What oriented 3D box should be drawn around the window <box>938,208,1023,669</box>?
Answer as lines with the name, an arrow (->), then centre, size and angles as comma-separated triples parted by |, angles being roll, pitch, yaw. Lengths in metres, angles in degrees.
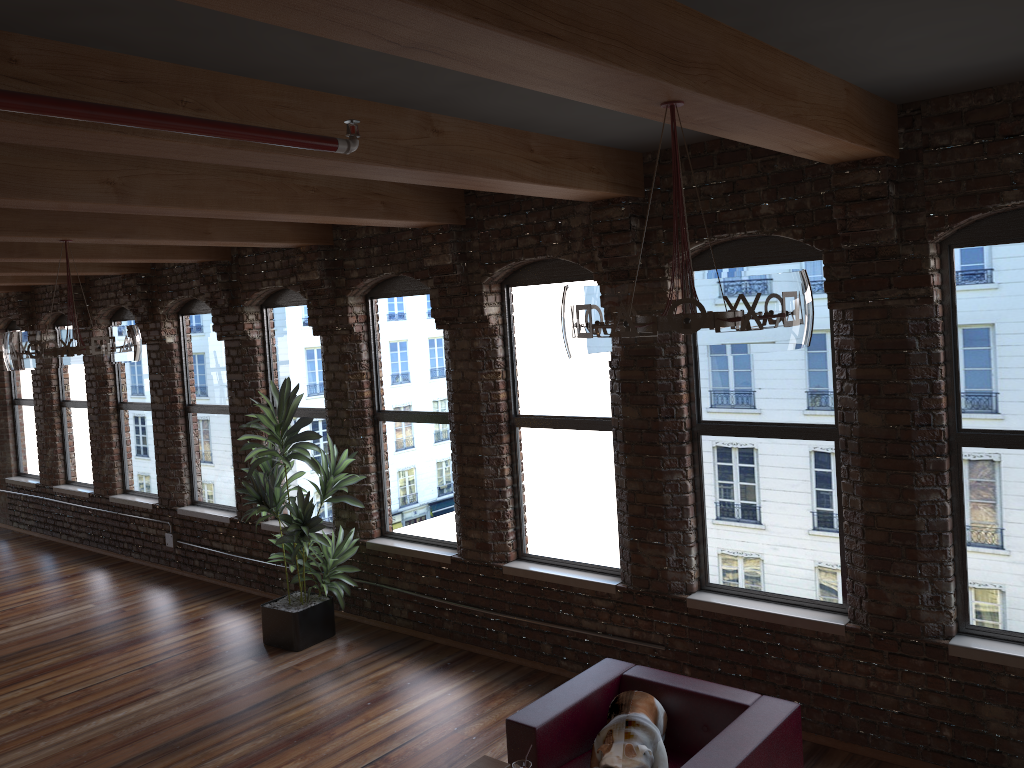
window -> 2.561, 0.247, 4.195 | 0.968, 2.211, 0.236 | -2, 3, 40

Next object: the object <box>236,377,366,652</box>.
object -> -1.727, 0.977, 7.039 | 0.968, 2.100, 1.080 | -5, 3, -37

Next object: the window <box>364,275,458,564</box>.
window -> -0.819, 0.235, 7.007 | 0.968, 2.211, 0.236 | -2, 3, 40

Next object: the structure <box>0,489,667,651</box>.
structure -> -4.365, 1.533, 9.878 | 13.697, 0.313, 1.638 | -1, 5, 33

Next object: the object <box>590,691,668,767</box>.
object -> 0.531, 1.645, 4.057 | 0.364, 0.296, 0.757 | -3, 4, 11

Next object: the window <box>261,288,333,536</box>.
window -> -1.947, 0.231, 7.945 | 0.968, 2.211, 0.236 | -2, 3, 40

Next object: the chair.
chair -> 0.669, 1.809, 4.116 | 1.070, 0.592, 0.868 | 0, 5, 40

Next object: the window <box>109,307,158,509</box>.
window -> -4.203, 0.223, 9.821 | 0.968, 2.211, 0.237 | -2, 3, 40

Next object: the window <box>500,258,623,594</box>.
window -> 0.307, 0.239, 6.070 | 0.968, 2.211, 0.236 | -2, 3, 40

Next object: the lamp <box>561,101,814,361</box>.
lamp -> 0.548, -0.514, 2.903 | 0.809, 0.813, 0.811 | -4, 3, -9

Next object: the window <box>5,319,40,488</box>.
window -> -6.457, 0.215, 11.694 | 0.968, 2.211, 0.233 | -2, 3, 40

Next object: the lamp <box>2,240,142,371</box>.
lamp -> -2.854, -0.526, 5.732 | 0.810, 0.813, 0.810 | -4, 3, -8

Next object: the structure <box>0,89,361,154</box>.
structure -> -2.662, -0.455, 0.250 | 0.051, 0.111, 6.827 | -2, 5, 40

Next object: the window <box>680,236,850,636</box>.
window -> 1.434, 0.243, 5.133 | 0.968, 2.211, 0.236 | -2, 3, 40

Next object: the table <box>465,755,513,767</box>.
table -> -0.314, 1.987, 2.936 | 0.900, 0.549, 1.755 | 0, 5, 40

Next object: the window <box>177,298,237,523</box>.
window -> -3.076, 0.227, 8.882 | 0.968, 2.211, 0.232 | -2, 3, 40

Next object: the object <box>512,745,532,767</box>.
object -> 0.051, 1.534, 3.428 | 0.095, 0.232, 0.076 | -4, 2, -17

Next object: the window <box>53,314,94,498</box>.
window -> -5.333, 0.219, 10.757 | 0.968, 2.211, 0.230 | -2, 3, 40
